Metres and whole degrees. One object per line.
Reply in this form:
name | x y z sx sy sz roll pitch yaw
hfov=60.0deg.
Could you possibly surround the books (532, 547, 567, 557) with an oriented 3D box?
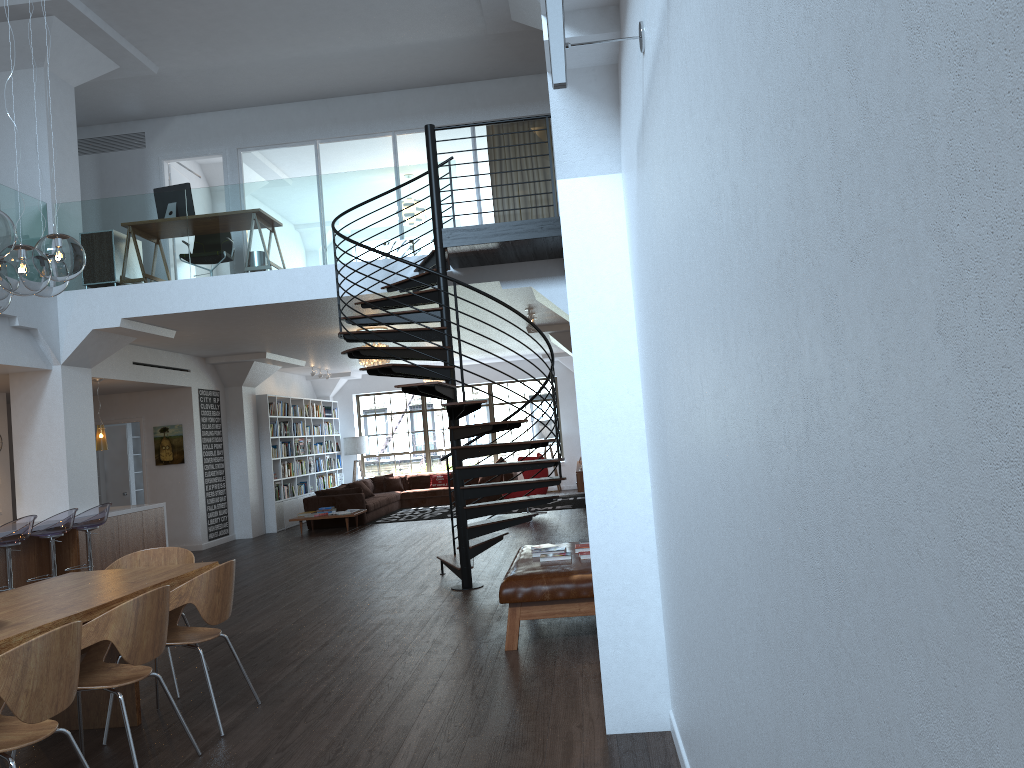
books | 0.280 1.263 6.666 0.247 0.040 0.185 -5 -3 7

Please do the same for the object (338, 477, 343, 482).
object | -3.957 2.130 19.693 0.331 0.088 0.410 -5 -3 4

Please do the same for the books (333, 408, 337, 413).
books | -4.016 0.658 19.953 0.140 0.231 0.042 -5 -3 4

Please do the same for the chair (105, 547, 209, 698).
chair | -2.279 1.474 5.531 0.629 0.833 0.618 -5 -3 -1

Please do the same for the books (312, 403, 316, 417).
books | -4.160 0.555 18.362 0.176 0.290 0.053 -5 -3 4

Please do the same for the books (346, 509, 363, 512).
books | -2.699 2.155 15.125 0.256 0.035 0.350 -7 -4 29

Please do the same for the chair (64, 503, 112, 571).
chair | -4.388 1.759 9.204 0.481 1.014 0.530 -5 -3 6

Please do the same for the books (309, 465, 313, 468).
books | -4.119 1.658 17.799 0.231 0.044 0.168 -5 -3 -1

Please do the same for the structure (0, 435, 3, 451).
structure | -6.807 0.770 11.652 0.040 0.300 0.300 -5 -3 4

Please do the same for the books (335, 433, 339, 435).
books | -4.029 1.119 19.747 0.284 0.035 0.197 -7 -4 34

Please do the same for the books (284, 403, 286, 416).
books | -4.292 0.484 16.447 0.182 0.253 0.098 -5 -3 4

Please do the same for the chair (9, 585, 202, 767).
chair | -1.828 1.351 3.970 0.618 0.833 0.629 -5 -3 6

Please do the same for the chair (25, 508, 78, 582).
chair | -4.438 1.729 8.576 0.481 1.014 0.530 -5 -3 2

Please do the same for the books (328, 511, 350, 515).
books | -2.880 2.151 14.794 0.342 0.040 0.231 -8 -4 44

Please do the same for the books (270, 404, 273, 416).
books | -4.348 0.468 15.791 0.161 0.218 0.101 -5 -3 4

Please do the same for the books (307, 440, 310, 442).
books | -4.158 1.153 17.714 0.223 0.031 0.161 -5 -3 4

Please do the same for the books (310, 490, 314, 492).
books | -4.124 2.144 17.733 0.284 0.035 0.197 -5 -3 4

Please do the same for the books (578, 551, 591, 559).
books | 0.595 1.221 6.351 0.224 0.036 0.161 -5 -3 -1

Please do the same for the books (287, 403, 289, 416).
books | -4.283 0.491 16.636 0.182 0.255 0.077 -5 -3 4

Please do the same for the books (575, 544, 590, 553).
books | 0.618 1.233 6.682 0.283 0.043 0.197 -5 -3 4

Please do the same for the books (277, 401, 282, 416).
books | -4.319 0.457 16.283 0.176 0.293 0.125 -5 -3 4

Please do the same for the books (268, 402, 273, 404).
books | -4.351 0.457 15.857 0.159 0.248 0.089 -5 -3 4

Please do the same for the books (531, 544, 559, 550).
books | 0.256 1.288 6.988 0.161 0.031 0.223 -4 -3 -18

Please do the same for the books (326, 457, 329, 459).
books | -4.031 1.579 18.909 0.223 0.031 0.161 -5 -3 4

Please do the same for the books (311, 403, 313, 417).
books | -4.156 0.539 18.143 0.140 0.298 0.044 -5 -3 4

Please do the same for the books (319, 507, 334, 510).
books | -3.182 2.134 15.233 0.224 0.027 0.157 -5 -3 9

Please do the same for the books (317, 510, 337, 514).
books | -3.177 2.201 15.228 0.312 0.037 0.216 -5 -3 -6

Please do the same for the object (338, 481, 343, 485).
object | -3.950 2.218 19.688 0.331 0.088 0.410 -5 -3 4

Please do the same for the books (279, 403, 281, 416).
books | -4.319 0.477 16.194 0.174 0.242 0.105 -5 -3 4

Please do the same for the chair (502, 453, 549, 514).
chair | 0.232 1.668 14.710 0.801 1.006 0.798 -7 -4 30

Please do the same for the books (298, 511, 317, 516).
books | -3.497 2.222 15.192 0.241 0.045 0.334 -5 -3 6

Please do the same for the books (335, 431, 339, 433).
books | -4.032 1.085 19.749 0.284 0.033 0.197 -6 -3 19

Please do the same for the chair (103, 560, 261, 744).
chair | -1.761 1.385 4.734 0.617 0.830 0.629 -5 -3 4

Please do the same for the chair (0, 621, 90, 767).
chair | -1.868 1.313 3.208 0.618 0.833 0.629 -5 -3 4

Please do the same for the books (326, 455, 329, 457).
books | -4.033 1.550 18.919 0.224 0.030 0.161 -6 -3 14

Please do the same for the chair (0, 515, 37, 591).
chair | -4.504 1.701 7.943 0.481 1.014 0.530 -5 -3 2

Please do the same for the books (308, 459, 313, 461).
books | -4.114 1.528 17.797 0.208 0.024 0.144 -5 -3 9

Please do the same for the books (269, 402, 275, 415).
books | -4.346 0.457 15.900 0.170 0.251 0.118 -5 -3 4

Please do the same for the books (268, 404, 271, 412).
books | -4.360 0.463 15.636 0.182 0.215 0.188 -5 -3 4

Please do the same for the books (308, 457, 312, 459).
books | -4.121 1.496 17.792 0.185 0.041 0.129 -6 -3 19

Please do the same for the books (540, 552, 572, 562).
books | 0.316 1.247 6.398 0.224 0.032 0.161 -5 -3 4

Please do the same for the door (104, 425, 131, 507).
door | -6.647 1.719 14.518 0.826 2.032 0.174 -5 -3 4

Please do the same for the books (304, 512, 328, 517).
books | -3.278 2.189 14.833 0.236 0.035 0.340 -7 -4 29

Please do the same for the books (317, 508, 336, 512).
books | -3.184 2.166 15.234 0.279 0.035 0.191 -6 -3 14

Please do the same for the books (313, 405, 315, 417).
books | -4.162 0.573 18.278 0.171 0.246 0.057 -5 -3 4

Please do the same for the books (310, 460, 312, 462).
books | -4.104 1.551 17.788 0.161 0.026 0.223 -5 -3 -6

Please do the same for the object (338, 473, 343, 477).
object | -3.972 2.044 19.698 0.316 0.088 0.410 -5 -3 4

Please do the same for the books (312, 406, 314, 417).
books | -4.168 0.574 18.232 0.159 0.241 0.038 -5 -3 4

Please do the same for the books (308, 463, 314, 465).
books | -4.127 1.617 17.794 0.253 0.040 0.183 -5 -3 4

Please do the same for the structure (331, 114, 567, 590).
structure | -0.598 -0.289 8.310 1.998 4.352 1.998 -3 -4 -35

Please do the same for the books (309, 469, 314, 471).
books | -4.123 1.738 17.785 0.251 0.037 0.160 -5 -3 9

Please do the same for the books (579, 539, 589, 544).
books | 0.662 1.248 6.998 0.254 0.044 0.183 -5 -3 -1

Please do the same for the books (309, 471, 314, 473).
books | -4.118 1.776 17.780 0.246 0.038 0.171 -5 -3 4

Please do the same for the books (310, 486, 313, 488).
books | -4.134 2.078 17.740 0.254 0.032 0.174 -5 -3 9

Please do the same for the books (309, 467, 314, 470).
books | -4.129 1.702 17.812 0.259 0.040 0.180 -5 -3 4

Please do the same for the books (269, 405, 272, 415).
books | -4.361 0.471 15.727 0.167 0.210 0.162 -5 -3 4

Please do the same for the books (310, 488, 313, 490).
books | -4.127 2.110 17.735 0.284 0.033 0.197 -4 -3 -11

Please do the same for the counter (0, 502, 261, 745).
counter | -4.333 1.748 7.616 3.039 0.860 8.182 -3 -3 -25
